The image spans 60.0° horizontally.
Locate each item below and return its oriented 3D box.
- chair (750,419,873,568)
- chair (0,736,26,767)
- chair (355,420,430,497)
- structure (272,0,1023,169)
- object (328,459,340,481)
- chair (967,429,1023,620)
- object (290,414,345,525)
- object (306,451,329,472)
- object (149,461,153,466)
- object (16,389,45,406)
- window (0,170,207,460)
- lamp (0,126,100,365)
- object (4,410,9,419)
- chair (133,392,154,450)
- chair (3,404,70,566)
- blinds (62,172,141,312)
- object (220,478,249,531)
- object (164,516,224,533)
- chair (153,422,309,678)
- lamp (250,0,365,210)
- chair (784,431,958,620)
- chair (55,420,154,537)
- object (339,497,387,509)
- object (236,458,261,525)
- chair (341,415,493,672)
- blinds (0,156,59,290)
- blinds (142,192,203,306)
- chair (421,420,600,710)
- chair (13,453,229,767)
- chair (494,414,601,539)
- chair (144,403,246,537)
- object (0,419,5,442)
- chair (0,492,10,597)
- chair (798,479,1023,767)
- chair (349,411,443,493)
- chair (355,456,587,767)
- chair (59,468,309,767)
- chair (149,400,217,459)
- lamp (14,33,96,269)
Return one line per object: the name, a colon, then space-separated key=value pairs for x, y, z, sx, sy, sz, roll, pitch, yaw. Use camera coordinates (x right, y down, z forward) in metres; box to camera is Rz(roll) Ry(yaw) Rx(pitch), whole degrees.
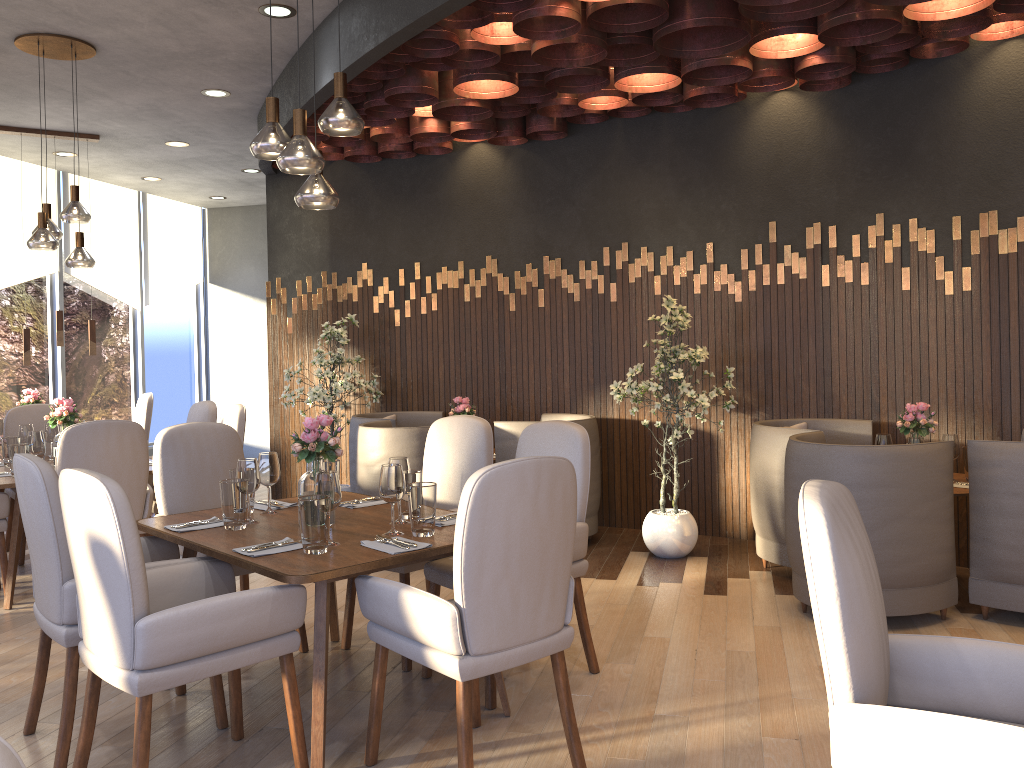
chair: x=1.698 y=0.643 z=5.153 sx=0.595 sy=0.837 sz=0.775 roll=0 pitch=2 yaw=44
chair: x=-0.507 y=0.796 z=0.488 sx=0.528 sy=1.000 sz=0.600 roll=-2 pitch=1 yaw=-23
chair: x=-0.697 y=0.677 z=5.730 sx=0.774 sy=0.837 sz=0.596 roll=-1 pitch=1 yaw=34
structure: x=1.474 y=-1.957 z=4.112 sx=9.452 sy=0.556 sz=2.757 roll=1 pitch=3 yaw=44
object: x=-0.790 y=0.417 z=3.813 sx=0.102 sy=0.178 sz=0.102 roll=-1 pitch=1 yaw=14
chair: x=2.562 y=0.662 z=4.144 sx=0.774 sy=0.837 sz=0.595 roll=-2 pitch=1 yaw=-41
object: x=-0.724 y=0.320 z=3.308 sx=0.210 sy=0.415 sz=0.198 roll=-2 pitch=1 yaw=-29
object: x=-0.812 y=0.389 z=3.706 sx=0.092 sy=0.244 sz=0.092 roll=-1 pitch=1 yaw=0
object: x=-2.244 y=0.474 z=5.254 sx=0.255 sy=0.019 sz=0.157 roll=-3 pitch=3 yaw=-32
object: x=-3.898 y=0.243 z=7.199 sx=0.210 sy=0.415 sz=0.198 roll=-1 pitch=1 yaw=-9
window: x=-3.288 y=-0.564 z=2.463 sx=8.064 sy=3.198 sz=16.123 roll=-3 pitch=2 yaw=-31
lamp: x=-3.993 y=-1.118 z=7.254 sx=1.161 sy=1.931 sz=0.118 roll=-2 pitch=1 yaw=-31
object: x=-4.060 y=0.333 z=7.176 sx=0.092 sy=0.244 sz=0.092 roll=-1 pitch=1 yaw=37
chair: x=-3.400 y=0.586 z=7.622 sx=0.600 sy=1.000 sz=0.528 roll=-2 pitch=1 yaw=-33
chair: x=-3.153 y=0.643 z=6.001 sx=0.528 sy=1.000 sz=0.599 roll=-2 pitch=1 yaw=-38
blinds: x=-4.408 y=-2.134 z=9.531 sx=0.007 sy=2.680 sz=1.174 roll=-1 pitch=1 yaw=14
object: x=-1.020 y=0.444 z=3.260 sx=0.102 sy=0.178 sz=0.102 roll=-2 pitch=1 yaw=-27
object: x=-1.163 y=0.524 z=3.342 sx=0.255 sy=0.019 sz=0.157 roll=-3 pitch=3 yaw=-43
chair: x=-1.268 y=0.680 z=3.927 sx=0.599 sy=1.000 sz=0.528 roll=0 pitch=1 yaw=45
lamp: x=-0.770 y=-1.340 z=3.292 sx=0.439 sy=1.326 sz=0.439 roll=-1 pitch=1 yaw=19
chair: x=1.635 y=0.680 z=4.235 sx=0.595 sy=0.837 sz=0.774 roll=-2 pitch=1 yaw=-36
chair: x=-2.178 y=0.673 z=4.665 sx=0.528 sy=1.000 sz=0.600 roll=-2 pitch=1 yaw=-33
object: x=-0.645 y=0.497 z=3.729 sx=0.255 sy=0.019 sz=0.157 roll=-3 pitch=3 yaw=-42
object: x=-1.001 y=0.406 z=3.367 sx=0.092 sy=0.244 sz=0.092 roll=-2 pitch=1 yaw=-23
chair: x=-0.401 y=0.658 z=3.966 sx=0.528 sy=1.000 sz=0.600 roll=-1 pitch=1 yaw=43
blinds: x=-4.709 y=-2.080 z=8.320 sx=0.007 sy=2.680 sz=1.174 roll=-1 pitch=1 yaw=14
blinds: x=-4.108 y=-2.254 z=10.741 sx=0.007 sy=2.680 sz=1.174 roll=-1 pitch=1 yaw=14
chair: x=-0.004 y=0.665 z=3.558 sx=0.600 sy=1.000 sz=0.528 roll=-2 pitch=1 yaw=-40
chair: x=-1.373 y=0.715 z=3.081 sx=0.600 sy=1.000 sz=0.528 roll=-2 pitch=1 yaw=-40
chair: x=0.295 y=0.644 z=5.960 sx=0.595 sy=0.837 sz=0.775 roll=-1 pitch=1 yaw=29
chair: x=-1.959 y=0.636 z=5.484 sx=0.600 sy=1.000 sz=0.528 roll=-2 pitch=1 yaw=-33
object: x=-4.096 y=0.371 z=7.073 sx=0.102 sy=0.178 sz=0.102 roll=-2 pitch=1 yaw=-27
chair: x=-3.046 y=0.690 z=4.725 sx=0.600 sy=1.000 sz=0.528 roll=-2 pitch=1 yaw=-38
chair: x=0.910 y=0.712 z=1.797 sx=0.599 sy=1.000 sz=0.528 roll=-1 pitch=1 yaw=28
chair: x=-0.908 y=0.646 z=6.636 sx=0.595 sy=0.837 sz=0.775 roll=-1 pitch=1 yaw=24
chair: x=-0.118 y=0.700 z=2.717 sx=0.528 sy=1.000 sz=0.599 roll=-2 pitch=1 yaw=-40
chair: x=-0.995 y=0.723 z=2.661 sx=0.528 sy=1.000 sz=0.600 roll=-1 pitch=1 yaw=45
chair: x=-2.301 y=0.626 z=5.939 sx=0.600 sy=1.000 sz=0.528 roll=-2 pitch=1 yaw=-40
lamp: x=-2.735 y=-1.374 z=5.350 sx=0.439 sy=1.326 sz=0.439 roll=-1 pitch=1 yaw=-1
